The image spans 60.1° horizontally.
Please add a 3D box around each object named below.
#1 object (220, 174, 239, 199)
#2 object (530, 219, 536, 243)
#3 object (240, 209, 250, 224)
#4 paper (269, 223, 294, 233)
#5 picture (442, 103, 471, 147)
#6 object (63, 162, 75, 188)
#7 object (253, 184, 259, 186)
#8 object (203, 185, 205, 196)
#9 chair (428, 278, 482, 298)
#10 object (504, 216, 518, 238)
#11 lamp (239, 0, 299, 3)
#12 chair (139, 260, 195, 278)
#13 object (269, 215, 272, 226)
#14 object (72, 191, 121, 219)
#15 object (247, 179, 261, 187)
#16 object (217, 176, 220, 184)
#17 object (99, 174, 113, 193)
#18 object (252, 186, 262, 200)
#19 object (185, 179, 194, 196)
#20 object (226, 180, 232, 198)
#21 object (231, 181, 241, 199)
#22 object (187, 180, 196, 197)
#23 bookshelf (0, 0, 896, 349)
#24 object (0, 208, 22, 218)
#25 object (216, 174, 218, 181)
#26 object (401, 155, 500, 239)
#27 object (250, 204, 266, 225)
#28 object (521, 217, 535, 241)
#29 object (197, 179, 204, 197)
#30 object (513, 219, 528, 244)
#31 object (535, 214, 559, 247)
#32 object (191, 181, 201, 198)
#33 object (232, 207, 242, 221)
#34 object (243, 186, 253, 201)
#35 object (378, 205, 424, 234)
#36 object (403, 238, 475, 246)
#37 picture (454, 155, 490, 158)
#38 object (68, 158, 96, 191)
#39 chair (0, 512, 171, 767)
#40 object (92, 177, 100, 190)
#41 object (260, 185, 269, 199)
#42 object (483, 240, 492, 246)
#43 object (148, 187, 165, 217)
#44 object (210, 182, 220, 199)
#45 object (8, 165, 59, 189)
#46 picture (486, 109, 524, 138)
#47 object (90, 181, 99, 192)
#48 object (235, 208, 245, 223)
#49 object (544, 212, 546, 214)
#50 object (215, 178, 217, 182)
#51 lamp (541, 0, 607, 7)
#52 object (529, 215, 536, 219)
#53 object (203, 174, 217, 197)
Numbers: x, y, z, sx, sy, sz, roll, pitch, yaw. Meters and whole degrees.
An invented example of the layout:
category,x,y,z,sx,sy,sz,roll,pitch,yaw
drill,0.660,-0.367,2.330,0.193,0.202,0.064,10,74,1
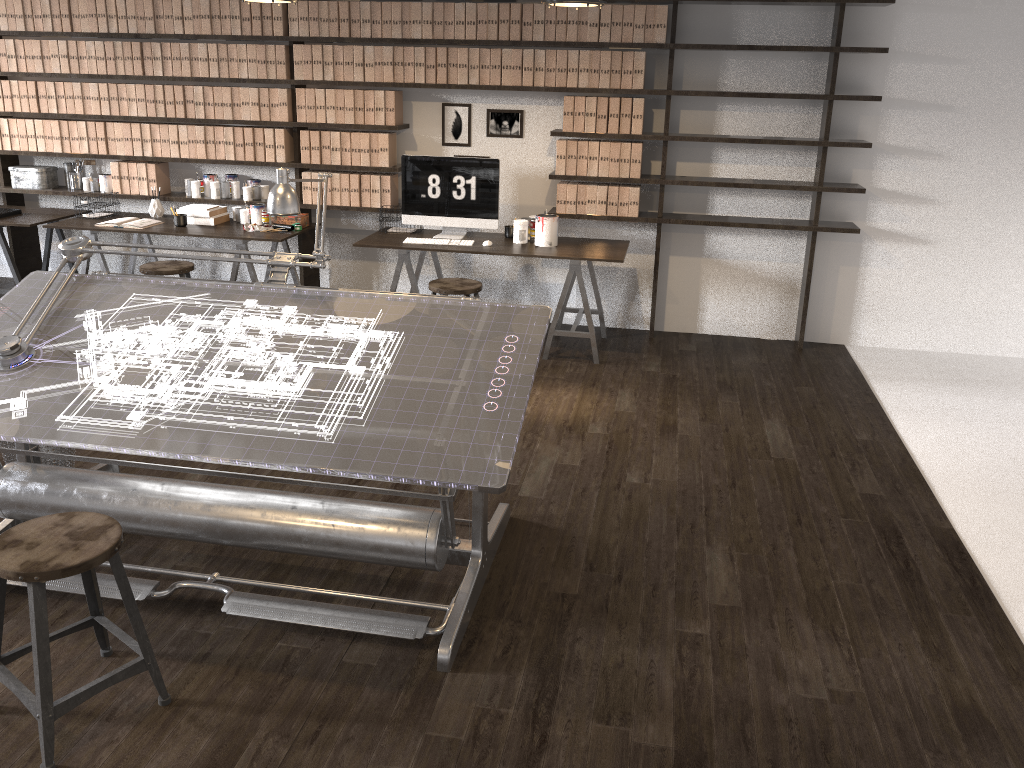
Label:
category,x,y,z,sx,sy,sz,roll,pitch,yaw
object,-2.023,-1.407,6.317,0.094,0.159,0.208,5,19,11
object,0.148,-0.974,5.657,0.068,0.152,0.069,-3,18,-13
object,-1.825,-1.143,6.050,0.062,0.093,0.062,-9,20,-29
paper,-1.538,-1.028,5.834,0.155,0.037,0.139,10,21,23
picture,-0.376,-1.762,6.023,0.201,0.280,0.022,4,17,9
object,-3.290,-1.551,6.596,0.079,0.185,0.080,-2,18,-10
object,-1.814,-1.363,6.284,0.044,0.101,0.045,2,17,1
object,-2.228,-1.403,6.377,0.054,0.100,0.054,4,18,9
chair,-0.335,-0.335,5.224,0.359,0.520,0.377,-5,19,-21
object,-0.003,-1.025,5.799,0.096,0.140,0.093,-2,18,-10
lamp,-1.207,-2.993,4.146,0.312,2.220,0.315,13,21,33
chair,-2.120,-0.478,5.502,0.372,0.520,0.363,-4,19,-16
object,-1.624,-1.124,6.029,0.060,0.087,0.060,6,18,14
object,-2.895,-1.248,6.185,0.204,0.158,0.288,5,19,9
object,-1.843,-1.397,6.340,0.094,0.128,0.096,1,18,-3
object,-2.075,-1.410,6.293,0.005,0.146,0.036,12,20,31
object,-2.942,-1.455,6.431,0.095,0.126,0.095,7,19,16
object,-1.797,-1.343,6.231,0.063,0.093,0.063,17,23,39
object,-2.314,-1.412,6.359,0.062,0.117,0.062,-12,22,-37
object,-2.014,-1.387,6.307,0.044,0.126,0.045,10,19,26
object,-1.959,-1.375,6.280,0.062,0.117,0.062,-5,19,-21
object,-2.277,-1.392,6.306,0.063,0.116,0.063,-12,22,-37
bookshelf,-2.299,-1.456,6.404,9.182,3.161,0.379,5,17,10
object,-3.696,-1.184,6.134,0.446,0.033,0.316,5,20,10
object,-2.083,-1.408,6.289,0.004,0.166,0.030,12,20,30
object,-0.392,-1.212,5.739,0.643,0.510,0.207,5,18,10
object,-1.719,-1.147,6.014,0.105,0.139,0.105,7,19,17
object,0.102,-1.000,5.729,0.097,0.141,0.097,10,20,26
object,-2.219,-1.394,6.314,0.045,0.126,0.045,5,18,10
object,0.056,-0.968,5.636,0.095,0.142,0.095,14,22,34
object,0.218,-0.963,5.574,0.144,0.193,0.147,-4,19,-17
object,-2.230,-1.373,6.255,0.062,0.117,0.062,-9,20,-29
object,-1.908,-1.182,6.154,0.062,0.093,0.062,-13,23,-37
object,-1.846,-1.329,6.188,0.062,0.094,0.062,17,23,39
object,-0.738,-1.096,5.907,0.284,0.158,0.207,2,19,2
object,-0.460,-0.894,5.576,0.439,0.017,0.120,3,20,5
picture,-0.277,-1.476,6.089,0.251,0.181,0.023,5,17,10
object,-3.163,-1.559,6.485,0.181,0.268,0.159,0,18,-6
chair,-1.192,0.653,2.379,0.374,0.520,0.361,15,22,36
object,-3.045,-1.471,6.506,0.063,0.092,0.064,-8,20,-26
object,-1.752,-1.361,6.283,0.062,0.094,0.062,17,23,39
object,-0.151,-0.880,5.535,0.059,0.028,0.108,4,19,6
object,-2.508,-1.280,6.233,0.102,0.206,0.102,-10,21,-33
object,-2.087,-1.362,6.234,0.062,0.117,0.062,-5,19,-21
object,-3.536,-1.531,6.556,0.317,0.150,0.196,5,19,9
picture,-0.047,-1.753,5.960,0.251,0.181,0.023,5,17,10
object,-3.006,-1.458,6.484,0.062,0.092,0.183,9,20,22
object,-1.871,-1.162,6.101,0.063,0.092,0.063,-13,23,-37
object,0.214,-1.026,5.716,0.007,0.177,0.056,-1,17,-8
object,-2.093,-1.404,6.306,0.004,0.128,0.035,13,21,33
lamp,0.321,-2.863,3.886,0.312,2.220,0.315,13,21,33
object,0.157,-1.029,5.812,0.095,0.142,0.095,10,20,26
object,-2.152,-1.414,6.328,0.095,0.159,0.095,3,18,6
